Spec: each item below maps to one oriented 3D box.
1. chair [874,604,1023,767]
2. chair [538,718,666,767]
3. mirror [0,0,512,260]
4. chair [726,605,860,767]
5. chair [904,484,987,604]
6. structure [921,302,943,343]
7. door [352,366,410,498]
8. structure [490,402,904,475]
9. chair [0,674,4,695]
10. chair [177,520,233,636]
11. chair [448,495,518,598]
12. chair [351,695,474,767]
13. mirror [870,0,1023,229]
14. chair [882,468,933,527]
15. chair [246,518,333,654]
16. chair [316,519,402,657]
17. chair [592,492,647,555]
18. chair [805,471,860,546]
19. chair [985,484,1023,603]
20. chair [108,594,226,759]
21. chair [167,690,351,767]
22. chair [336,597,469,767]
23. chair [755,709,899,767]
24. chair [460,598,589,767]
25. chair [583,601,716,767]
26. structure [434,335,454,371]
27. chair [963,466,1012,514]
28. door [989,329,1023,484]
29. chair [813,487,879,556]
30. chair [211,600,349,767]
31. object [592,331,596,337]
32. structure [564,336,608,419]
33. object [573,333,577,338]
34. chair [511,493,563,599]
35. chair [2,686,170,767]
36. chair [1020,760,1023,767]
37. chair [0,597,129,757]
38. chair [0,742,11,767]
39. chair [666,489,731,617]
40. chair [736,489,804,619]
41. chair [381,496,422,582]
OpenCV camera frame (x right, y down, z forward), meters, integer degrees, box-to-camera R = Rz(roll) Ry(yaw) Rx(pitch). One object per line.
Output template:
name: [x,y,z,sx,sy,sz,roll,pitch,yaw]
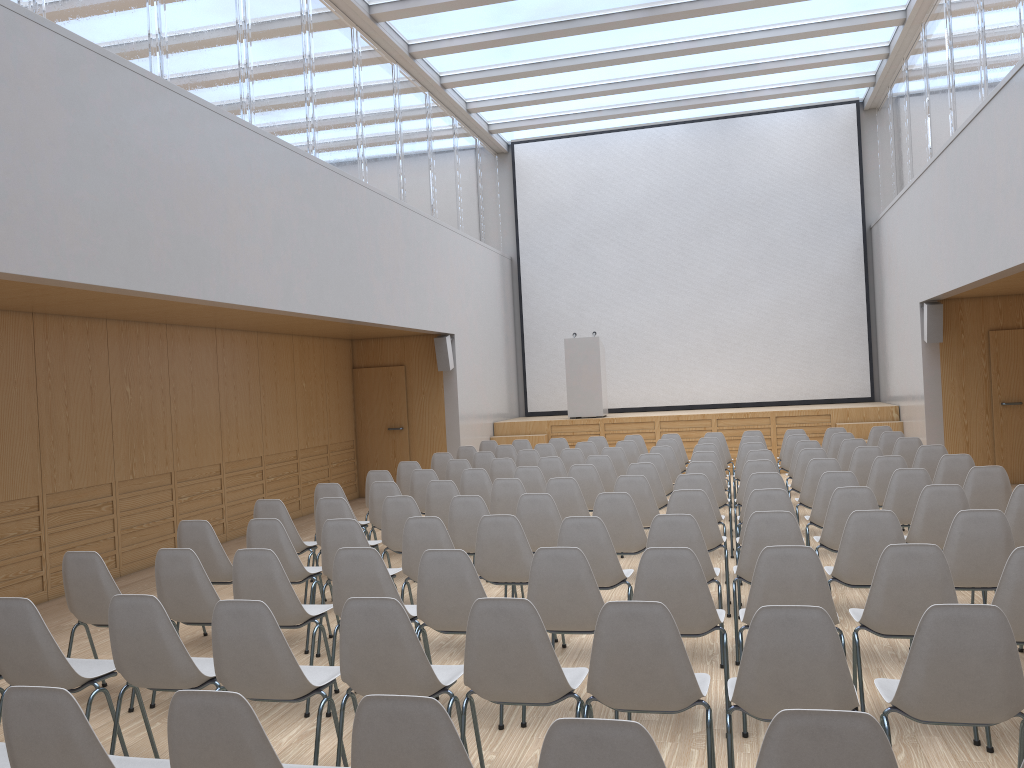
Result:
chair: [1.529,1.137,3.078,0.479,0.876,0.505,-3,0,14]
chair: [0.280,1.202,2.279,0.479,0.876,0.505,-3,0,14]
mirror: [-2.368,-3.335,8.656,0.253,2.090,17.826,-3,0,14]
chair: [1.005,1.165,3.169,0.479,0.876,0.505,-3,0,14]
chair: [2.815,1.071,5.865,0.479,0.876,0.505,-3,0,14]
structure: [5.559,-0.812,11.710,0.196,0.542,0.368,-3,0,14]
door: [-2.040,0.752,13.783,0.873,2.024,0.108,-3,0,14]
structure: [3.021,1.008,15.150,6.552,1.027,2.728,-3,0,14]
chair: [-2.515,1.349,4.021,0.479,0.876,0.505,-3,0,14]
chair: [-1.995,1.322,6.036,0.479,0.876,0.505,-3,0,14]
chair: [-0.239,1.231,6.580,0.479,0.876,0.505,-3,0,14]
chair: [-0.203,1.228,2.505,0.479,0.876,0.505,-3,0,14]
mirror: [4.206,-3.680,6.986,0.253,2.090,17.826,-3,0,14]
chair: [3.040,1.059,6.821,0.479,0.876,0.505,-3,0,14]
chair: [-1.505,1.297,5.931,0.479,0.876,0.505,-3,0,14]
chair: [-0.977,1.269,5.736,0.479,0.876,0.505,-3,0,14]
chair: [0.779,1.177,6.322,0.479,0.876,0.505,-3,0,14]
chair: [2.519,1.086,6.869,0.479,0.876,0.505,-3,0,14]
chair: [3.296,1.045,5.682,0.479,0.876,0.505,-3,0,14]
chair: [-1.461,1.294,3.866,0.479,0.876,0.505,-3,0,14]
chair: [-0.732,1.255,2.621,0.479,0.876,0.505,-3,0,14]
chair: [-0.446,1.241,3.599,0.479,0.876,0.505,-3,0,14]
chair: [0.796,1.175,2.261,0.479,0.876,0.505,-3,0,14]
chair: [0.048,1.215,3.483,0.479,0.876,0.505,-3,0,14]
chair: [0.510,1.191,3.337,0.479,0.876,0.505,-3,0,14]
structure: [-1.017,-0.468,13.380,0.196,0.542,0.368,-3,0,14]
chair: [3.555,1.032,6.719,0.479,0.876,0.505,-3,0,14]
door: [6.756,0.292,11.549,0.873,2.024,0.108,-3,0,14]
chair: [2.289,1.098,5.980,0.479,0.876,0.505,-3,0,14]
chair: [-0.965,1.268,3.670,0.479,0.876,0.505,-3,0,14]
object: [1.424,-0.757,15.232,0.166,0.305,0.252,-3,0,-14]
structure: [1.289,-0.106,15.344,0.605,1.379,0.605,-3,0,14]
object: [1.088,-0.739,15.318,0.166,0.305,0.252,-3,0,-14]
chair: [0.249,1.205,6.498,0.479,0.876,0.505,-3,0,14]
chair: [-1.249,1.282,2.732,0.479,0.876,0.505,-3,0,14]
chair: [1.326,1.147,2.117,0.479,0.876,0.505,-3,0,14]
chair: [-2.009,1.322,3.935,0.479,0.876,0.505,-3,0,14]
chair: [-1.722,1.307,2.901,0.479,0.876,0.505,-3,0,14]
chair: [1.281,1.151,6.265,0.479,0.876,0.505,-3,0,14]
chair: [1.777,1.125,6.090,0.479,0.876,0.505,-3,0,14]
chair: [-0.750,1.257,6.771,0.479,0.876,0.505,-3,0,14]
